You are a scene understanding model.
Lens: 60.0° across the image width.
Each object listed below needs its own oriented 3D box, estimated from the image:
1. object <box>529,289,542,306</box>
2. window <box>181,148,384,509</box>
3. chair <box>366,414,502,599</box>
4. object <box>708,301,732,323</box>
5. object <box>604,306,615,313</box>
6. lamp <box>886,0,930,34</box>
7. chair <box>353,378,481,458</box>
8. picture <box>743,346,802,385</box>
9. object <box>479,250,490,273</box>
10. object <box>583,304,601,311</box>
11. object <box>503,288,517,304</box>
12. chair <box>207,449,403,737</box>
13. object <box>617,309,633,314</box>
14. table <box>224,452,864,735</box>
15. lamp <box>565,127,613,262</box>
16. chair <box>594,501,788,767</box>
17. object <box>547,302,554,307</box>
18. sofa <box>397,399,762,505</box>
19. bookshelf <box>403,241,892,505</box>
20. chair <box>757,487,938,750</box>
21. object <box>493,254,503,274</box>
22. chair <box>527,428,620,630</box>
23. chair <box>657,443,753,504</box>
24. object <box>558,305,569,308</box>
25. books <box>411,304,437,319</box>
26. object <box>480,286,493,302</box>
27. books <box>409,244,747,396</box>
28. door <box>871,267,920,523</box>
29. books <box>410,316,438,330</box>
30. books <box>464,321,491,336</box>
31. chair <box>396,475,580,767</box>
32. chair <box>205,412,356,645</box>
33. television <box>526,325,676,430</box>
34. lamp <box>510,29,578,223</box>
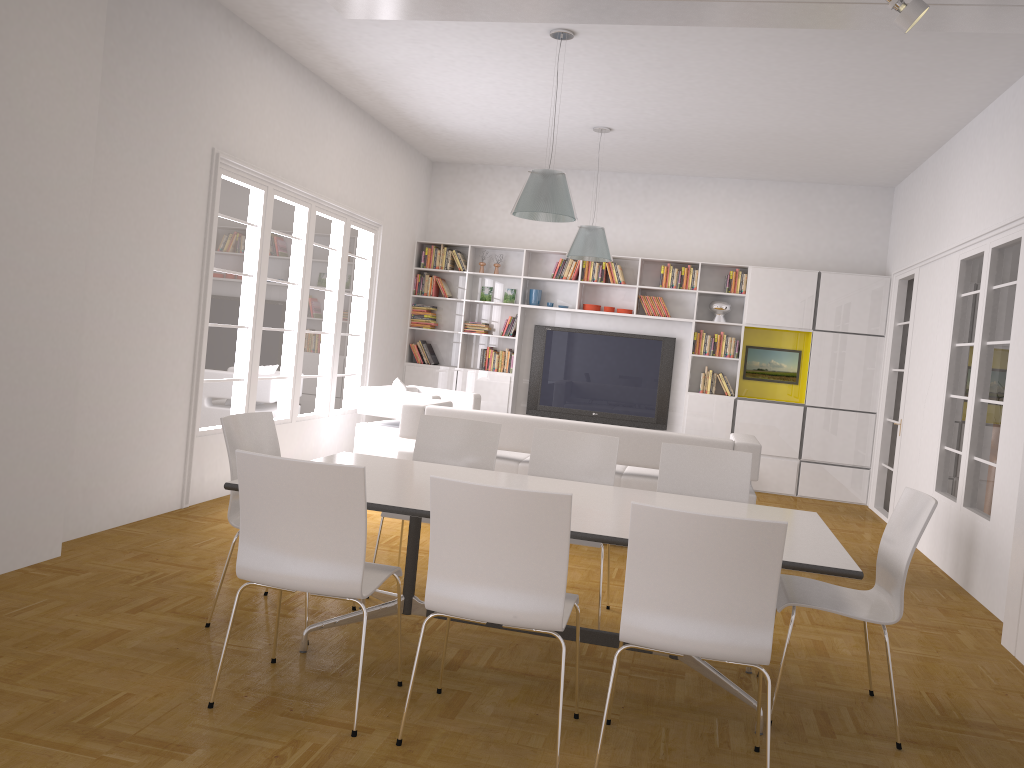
[{"bbox_3d":[0.272,-1.013,10.450,0.147,0.192,0.147,6,2,1],"label":"object"},{"bbox_3d":[-1.913,-0.435,7.837,0.195,2.526,3.351,6,2,12],"label":"window"},{"bbox_3d":[-0.383,0.666,4.778,0.561,0.930,0.575,6,2,12],"label":"chair"},{"bbox_3d":[2.344,-0.810,10.024,0.257,0.239,0.257,6,2,19],"label":"object"},{"bbox_3d":[1.127,-0.856,10.284,0.129,0.073,0.129,6,2,8],"label":"object"},{"bbox_3d":[1.821,-1.781,4.037,0.167,0.364,0.174,4,2,-36],"label":"lamp"},{"bbox_3d":[-0.891,0.417,8.606,0.802,0.911,1.096,6,2,21],"label":"chair"},{"bbox_3d":[2.944,-0.214,10.039,0.609,0.388,0.007,6,2,12],"label":"picture"},{"bbox_3d":[-0.327,-1.453,10.609,0.121,0.279,0.179,6,2,17],"label":"object"},{"bbox_3d":[0.929,-0.884,10.325,0.210,0.073,0.211,5,3,-13],"label":"object"},{"bbox_3d":[-0.026,-1.052,10.635,0.144,0.190,0.052,6,2,12],"label":"object"},{"bbox_3d":[-0.716,0.707,3.256,0.561,0.930,0.575,6,2,12],"label":"chair"},{"bbox_3d":[1.299,-0.834,10.228,0.182,0.054,0.183,6,3,8],"label":"object"},{"bbox_3d":[0.119,0.859,3.877,2.412,0.722,1.211,6,2,12],"label":"table"},{"bbox_3d":[0.801,-1.825,8.511,0.465,1.249,0.464,6,2,11],"label":"lamp"},{"bbox_3d":[0.610,0.849,2.979,0.561,0.930,0.575,6,2,12],"label":"chair"},{"bbox_3d":[0.450,-0.926,10.413,0.078,0.056,0.078,7,3,37],"label":"object"},{"bbox_3d":[0.489,0.683,6.780,2.624,0.848,0.822,6,2,12],"label":"sofa"},{"bbox_3d":[1.381,-0.206,10.262,5.367,2.478,0.389,6,2,12],"label":"bookshelf"},{"bbox_3d":[1.366,0.884,3.633,0.575,0.930,0.561,6,2,12],"label":"chair"},{"bbox_3d":[-0.207,-1.431,10.602,0.179,0.259,0.119,7,2,32],"label":"object"},{"bbox_3d":[0.260,0.736,4.643,0.561,0.930,0.575,6,2,12],"label":"chair"},{"bbox_3d":[0.943,0.809,4.500,0.561,0.930,0.575,6,2,12],"label":"chair"},{"bbox_3d":[0.601,-0.898,10.382,0.124,0.032,0.124,5,3,-3],"label":"object"},{"bbox_3d":[-1.063,-0.880,10.750,0.252,0.153,0.207,6,2,12],"label":"books"},{"bbox_3d":[-0.308,-1.082,10.694,0.144,0.190,0.052,6,2,12],"label":"object"},{"bbox_3d":[0.699,-0.780,10.367,3.864,1.455,0.235,6,2,12],"label":"books"},{"bbox_3d":[3.818,0.113,8.814,0.139,2.453,1.009,6,2,12],"label":"door"},{"bbox_3d":[-1.062,-0.730,10.751,0.284,0.153,0.207,6,2,12],"label":"books"},{"bbox_3d":[-0.411,-0.660,10.615,0.284,0.153,0.207,6,2,12],"label":"books"},{"bbox_3d":[-0.033,0.780,3.113,0.561,0.930,0.575,6,2,12],"label":"chair"},{"bbox_3d":[-1.057,0.631,4.140,0.575,0.930,0.561,6,2,12],"label":"chair"},{"bbox_3d":[1.031,-0.077,10.403,1.661,1.087,0.082,6,2,12],"label":"television"},{"bbox_3d":[0.279,-1.757,6.022,0.465,1.249,0.464,6,2,11],"label":"lamp"}]
